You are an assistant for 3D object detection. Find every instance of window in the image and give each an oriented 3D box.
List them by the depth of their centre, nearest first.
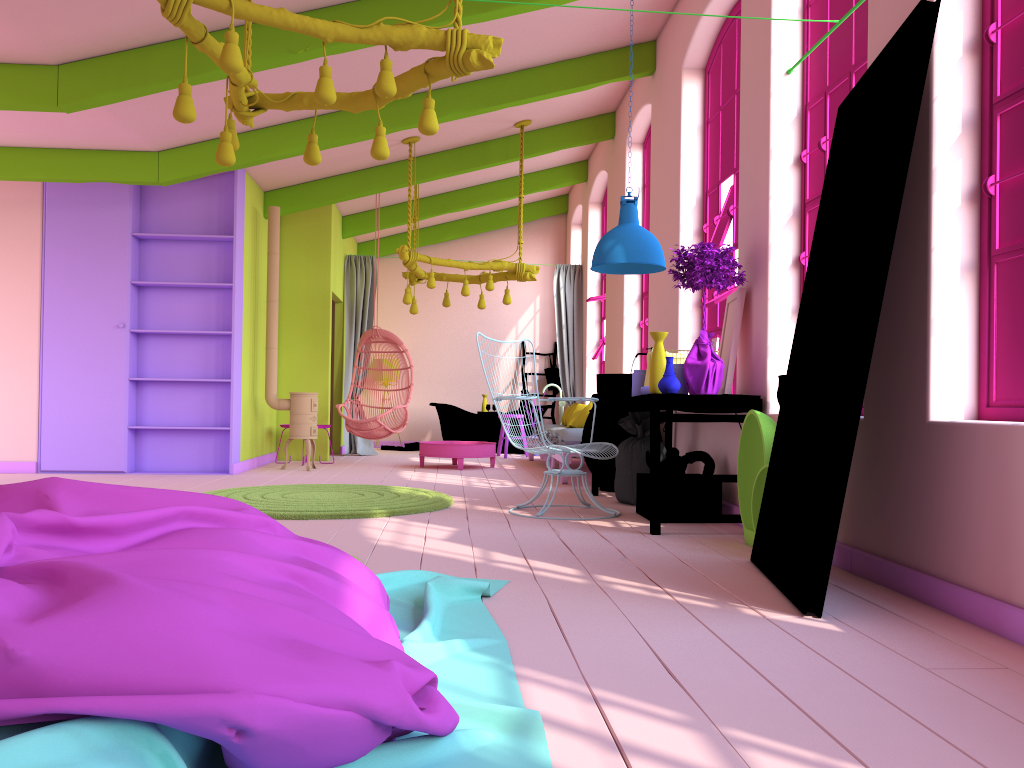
[{"bbox_3d":[1.908,-1.373,2.724,0.214,3.009,1.514,1,-1,-4],"label":"window"},{"bbox_3d":[1.762,-1.344,4.626,0.072,3.047,1.275,1,-1,-4],"label":"window"},{"bbox_3d":[1.632,-1.296,6.541,0.492,3.003,1.497,1,-1,-4],"label":"window"},{"bbox_3d":[1.455,-1.253,8.995,0.072,3.047,1.275,1,-1,-4],"label":"window"},{"bbox_3d":[1.283,-1.193,11.443,0.551,3.009,1.514,1,-1,-4],"label":"window"}]

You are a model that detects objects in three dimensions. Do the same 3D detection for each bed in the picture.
[{"bbox_3d":[-1.277,0.517,1.913,2.802,0.514,3.577,1,-1,-4],"label":"bed"}]

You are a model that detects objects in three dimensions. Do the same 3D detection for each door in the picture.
[{"bbox_3d":[1.331,-0.251,3.704,0.450,2.210,1.153,1,-1,6],"label":"door"}]

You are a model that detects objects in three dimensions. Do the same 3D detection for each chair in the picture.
[{"bbox_3d":[0.301,0.270,6.133,0.925,1.238,1.079,0,-1,31],"label":"chair"},{"bbox_3d":[-1.612,-0.905,10.486,0.860,3.129,0.806,1,-1,16],"label":"chair"},{"bbox_3d":[-0.026,0.719,12.288,0.473,0.593,0.446,1,-1,-35],"label":"chair"}]

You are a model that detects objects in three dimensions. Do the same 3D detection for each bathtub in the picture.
[{"bbox_3d":[-0.306,0.664,13.378,1.889,0.740,0.826,1,-1,-4],"label":"bathtub"}]

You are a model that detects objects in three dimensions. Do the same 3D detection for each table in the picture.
[{"bbox_3d":[1.059,0.488,6.222,0.655,0.820,2.193,1,-1,-4],"label":"table"},{"bbox_3d":[-0.625,0.816,10.186,0.885,0.285,0.885,0,-1,22],"label":"table"},{"bbox_3d":[-2.428,0.705,10.415,0.596,0.458,0.596,0,-1,34],"label":"table"}]

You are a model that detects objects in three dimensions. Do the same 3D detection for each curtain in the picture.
[{"bbox_3d":[-2.119,-0.426,12.212,0.518,2.785,0.525,1,-1,-23],"label":"curtain"},{"bbox_3d":[0.812,-0.321,12.409,0.518,2.785,0.525,1,-1,15],"label":"curtain"}]

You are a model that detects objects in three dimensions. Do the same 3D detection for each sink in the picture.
[{"bbox_3d":[0.851,0.008,6.862,0.340,0.194,0.609,1,-1,-4],"label":"sink"}]

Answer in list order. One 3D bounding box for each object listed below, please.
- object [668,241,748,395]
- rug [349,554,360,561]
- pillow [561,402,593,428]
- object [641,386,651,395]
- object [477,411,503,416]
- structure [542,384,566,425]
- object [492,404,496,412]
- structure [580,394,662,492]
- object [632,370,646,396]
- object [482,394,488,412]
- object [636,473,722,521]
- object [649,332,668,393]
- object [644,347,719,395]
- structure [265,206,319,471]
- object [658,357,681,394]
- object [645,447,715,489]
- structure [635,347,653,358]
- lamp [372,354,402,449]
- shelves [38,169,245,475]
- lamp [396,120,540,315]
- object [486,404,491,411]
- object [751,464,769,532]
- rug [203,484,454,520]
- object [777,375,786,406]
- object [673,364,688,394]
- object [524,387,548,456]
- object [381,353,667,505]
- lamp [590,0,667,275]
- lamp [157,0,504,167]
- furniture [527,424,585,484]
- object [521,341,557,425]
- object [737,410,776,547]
[{"bbox_3d":[1.180,-0.402,5.443,0.441,0.950,0.502,2,-1,-44],"label":"object"},{"bbox_3d":[-1.086,0.803,3.940,0.792,0.021,0.792,1,-1,-21],"label":"rug"},{"bbox_3d":[0.854,0.361,10.089,0.578,0.399,1.997,1,-1,-4],"label":"pillow"},{"bbox_3d":[0.932,0.052,5.924,0.137,0.076,0.076,1,-1,16],"label":"object"},{"bbox_3d":[-0.336,0.452,13.379,0.360,0.068,1.323,1,-1,-4],"label":"object"},{"bbox_3d":[0.695,0.526,13.430,0.451,1.061,0.254,0,-1,40],"label":"structure"},{"bbox_3d":[-0.265,0.392,13.351,0.069,0.170,0.069,1,-1,15],"label":"object"},{"bbox_3d":[0.955,0.509,7.728,0.718,0.844,0.718,2,-1,-37],"label":"structure"},{"bbox_3d":[0.917,-0.001,6.369,0.109,0.197,0.109,1,-1,-12],"label":"object"},{"bbox_3d":[-0.411,0.317,13.344,0.097,0.321,0.097,1,-1,7],"label":"object"},{"bbox_3d":[1.100,0.753,5.900,0.446,0.277,0.522,1,-1,-4],"label":"object"},{"bbox_3d":[0.905,-0.127,5.476,0.116,0.383,0.116,1,-1,-30],"label":"object"},{"bbox_3d":[1.145,-0.083,6.208,0.444,0.369,0.633,1,-1,-4],"label":"object"},{"bbox_3d":[-2.328,-0.486,9.591,0.577,2.814,0.403,1,-1,13],"label":"structure"},{"bbox_3d":[0.937,-0.050,5.278,0.132,0.219,0.132,1,-1,13],"label":"object"},{"bbox_3d":[1.124,0.663,6.048,0.300,0.448,0.672,1,-1,-28],"label":"object"},{"bbox_3d":[1.036,-0.087,6.901,0.166,0.396,0.087,1,-1,5],"label":"structure"},{"bbox_3d":[-2.005,0.268,13.892,0.491,1.466,0.476,1,-1,26],"label":"lamp"},{"bbox_3d":[-3.643,-0.656,8.759,1.841,3.104,0.384,1,-1,-4],"label":"shelves"},{"bbox_3d":[-0.725,-1.913,10.167,1.611,2.264,1.775,1,-1,-22],"label":"lamp"},{"bbox_3d":[-0.353,0.387,13.182,0.069,0.170,0.069,1,-1,15],"label":"object"},{"bbox_3d":[1.338,0.632,4.439,0.137,0.462,0.284,1,-1,-19],"label":"object"},{"bbox_3d":[-1.384,0.843,6.468,1.889,0.050,1.889,1,-1,-17],"label":"rug"},{"bbox_3d":[1.595,0.062,5.023,0.182,0.222,0.182,1,-1,-27],"label":"object"},{"bbox_3d":[1.050,-0.026,5.555,0.109,0.197,0.109,0,-1,33],"label":"object"},{"bbox_3d":[0.352,0.532,12.660,0.451,0.987,0.277,0,-1,40],"label":"object"},{"bbox_3d":[-0.401,0.179,10.386,2.827,1.580,7.866,1,-1,-3],"label":"object"},{"bbox_3d":[0.825,-1.800,6.195,0.529,2.002,0.529,1,-1,28],"label":"lamp"},{"bbox_3d":[-1.074,-2.236,4.589,1.611,2.264,1.775,1,-1,-22],"label":"lamp"},{"bbox_3d":[0.687,0.721,9.992,0.907,0.507,3.776,1,-1,-4],"label":"furniture"},{"bbox_3d":[0.440,0.190,14.169,0.603,1.764,0.410,1,-1,-4],"label":"object"},{"bbox_3d":[1.390,0.506,4.773,0.218,0.733,0.451,1,-1,-4],"label":"object"}]
